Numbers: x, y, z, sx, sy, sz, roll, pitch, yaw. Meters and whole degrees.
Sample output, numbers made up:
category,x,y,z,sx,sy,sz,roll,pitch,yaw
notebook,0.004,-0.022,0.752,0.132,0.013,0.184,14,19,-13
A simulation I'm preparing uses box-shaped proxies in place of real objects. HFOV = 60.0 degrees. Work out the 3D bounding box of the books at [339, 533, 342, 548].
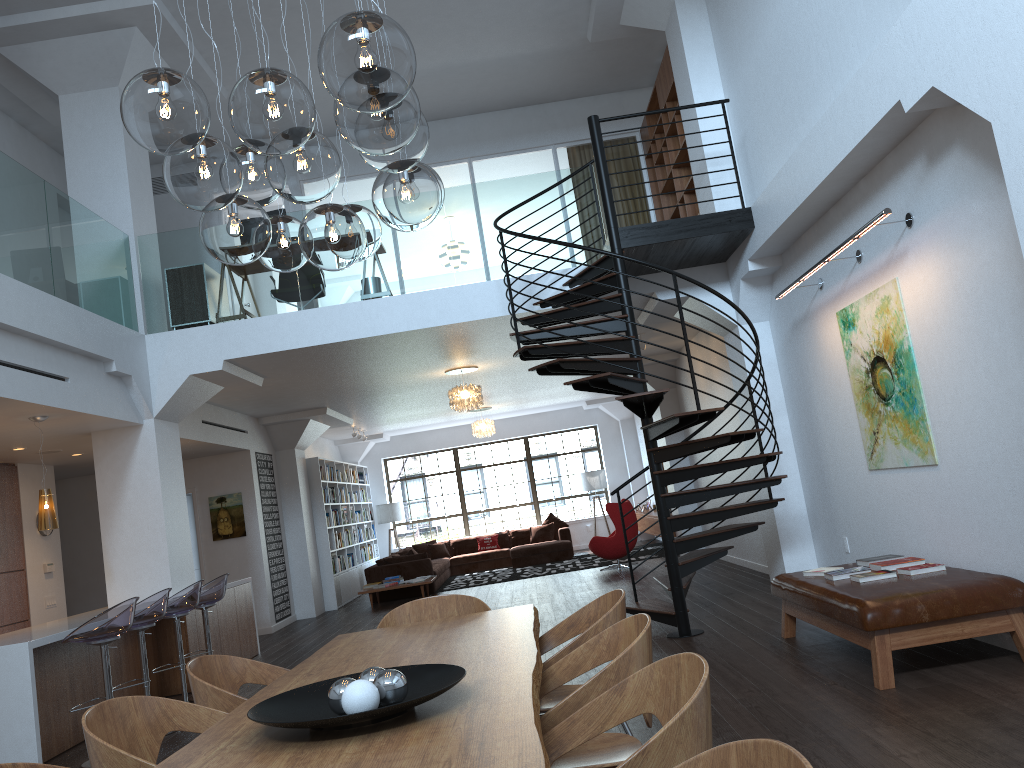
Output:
category,x,y,z,sx,sy,sz,roll,pitch,yaw
books,-2.987,2.657,15.021,0.183,0.253,0.034,-9,-7,0

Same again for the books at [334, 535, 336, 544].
category,x,y,z,sx,sy,sz,roll,pitch,yaw
books,-2.993,2.600,14.546,0.189,0.247,0.057,-9,-7,0

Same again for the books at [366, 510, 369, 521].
category,x,y,z,sx,sy,sz,roll,pitch,yaw
books,-3.005,2.667,17.914,0.174,0.236,0.142,-9,-7,-1

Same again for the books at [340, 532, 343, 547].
category,x,y,z,sx,sy,sz,roll,pitch,yaw
books,-2.982,2.661,15.054,0.183,0.253,0.034,-9,-7,0

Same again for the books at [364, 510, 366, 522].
category,x,y,z,sx,sy,sz,roll,pitch,yaw
books,-3.009,2.628,17.661,0.171,0.246,0.039,-9,-7,0

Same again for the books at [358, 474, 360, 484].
category,x,y,z,sx,sy,sz,roll,pitch,yaw
books,-3.116,1.884,17.607,0.161,0.223,0.032,-9,-7,0

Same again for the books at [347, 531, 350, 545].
category,x,y,z,sx,sy,sz,roll,pitch,yaw
books,-2.967,2.741,15.688,0.183,0.253,0.034,-9,-7,-1

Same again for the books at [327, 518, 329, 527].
category,x,y,z,sx,sy,sz,roll,pitch,yaw
books,-3.020,2.243,14.322,0.110,0.153,0.019,-9,-7,0

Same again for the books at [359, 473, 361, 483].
category,x,y,z,sx,sy,sz,roll,pitch,yaw
books,-3.135,1.892,17.770,0.183,0.253,0.042,-9,-7,0

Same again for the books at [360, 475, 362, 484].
category,x,y,z,sx,sy,sz,roll,pitch,yaw
books,-3.134,1.904,17.857,0.183,0.253,0.042,-9,-7,0

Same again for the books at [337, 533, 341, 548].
category,x,y,z,sx,sy,sz,roll,pitch,yaw
books,-2.985,2.650,14.939,0.171,0.246,0.057,-9,-7,0

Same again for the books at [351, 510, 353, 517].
category,x,y,z,sx,sy,sz,roll,pitch,yaw
books,-3.030,2.460,16.352,0.183,0.253,0.039,-9,-7,0

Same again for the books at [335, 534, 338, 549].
category,x,y,z,sx,sy,sz,roll,pitch,yaw
books,-2.991,2.624,14.732,0.171,0.246,0.057,-9,-7,0

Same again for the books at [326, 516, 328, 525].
category,x,y,z,sx,sy,sz,roll,pitch,yaw
books,-3.039,2.223,14.262,0.134,0.184,0.030,-9,-7,0

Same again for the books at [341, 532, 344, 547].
category,x,y,z,sx,sy,sz,roll,pitch,yaw
books,-2.981,2.678,15.190,0.183,0.253,0.034,-9,-7,0

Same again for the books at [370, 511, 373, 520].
category,x,y,z,sx,sy,sz,roll,pitch,yaw
books,-2.990,2.736,18.384,0.182,0.215,0.188,-9,-7,0

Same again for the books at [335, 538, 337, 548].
category,x,y,z,sx,sy,sz,roll,pitch,yaw
books,-2.977,2.630,14.640,0.144,0.207,0.048,-9,-7,0

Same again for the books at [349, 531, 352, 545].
category,x,y,z,sx,sy,sz,roll,pitch,yaw
books,-2.978,2.766,15.867,0.183,0.253,0.034,-9,-7,-1

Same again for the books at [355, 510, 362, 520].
category,x,y,z,sx,sy,sz,roll,pitch,yaw
books,-3.000,2.579,17.236,0.140,0.231,0.042,-9,-7,0

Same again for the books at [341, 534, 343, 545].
category,x,y,z,sx,sy,sz,roll,pitch,yaw
books,-2.984,2.676,15.160,0.160,0.250,0.026,-9,-7,0

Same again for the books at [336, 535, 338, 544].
category,x,y,z,sx,sy,sz,roll,pitch,yaw
books,-2.989,2.641,14.772,0.161,0.223,0.027,-9,-7,0

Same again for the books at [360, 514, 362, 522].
category,x,y,z,sx,sy,sz,roll,pitch,yaw
books,-2.979,2.604,17.198,0.107,0.167,0.017,-9,-7,0

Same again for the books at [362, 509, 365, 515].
category,x,y,z,sx,sy,sz,roll,pitch,yaw
books,-3.014,2.616,17.589,0.183,0.253,0.042,-9,-7,0

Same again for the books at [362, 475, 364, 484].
category,x,y,z,sx,sy,sz,roll,pitch,yaw
books,-3.129,1.931,18.073,0.183,0.253,0.042,-9,-7,0

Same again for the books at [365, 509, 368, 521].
category,x,y,z,sx,sy,sz,roll,pitch,yaw
books,-3.007,2.646,17.826,0.183,0.253,0.042,-9,-7,0

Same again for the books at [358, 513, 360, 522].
category,x,y,z,sx,sy,sz,roll,pitch,yaw
books,-2.994,2.575,17.001,0.128,0.178,0.022,-9,-7,0

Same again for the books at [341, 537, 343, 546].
category,x,y,z,sx,sy,sz,roll,pitch,yaw
books,-2.986,2.666,15.087,0.183,0.253,0.034,-9,-7,0

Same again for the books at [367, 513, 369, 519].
category,x,y,z,sx,sy,sz,roll,pitch,yaw
books,-2.995,2.687,17.969,0.161,0.207,0.135,-9,-7,-1

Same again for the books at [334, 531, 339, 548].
category,x,y,z,sx,sy,sz,roll,pitch,yaw
books,-2.996,2.613,14.817,0.176,0.290,0.053,-9,-7,0

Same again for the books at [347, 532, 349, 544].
category,x,y,z,sx,sy,sz,roll,pitch,yaw
books,-2.977,2.745,15.648,0.174,0.240,0.045,-9,-7,-1

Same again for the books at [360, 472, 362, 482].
category,x,y,z,sx,sy,sz,roll,pitch,yaw
books,-3.129,1.908,17.900,0.183,0.253,0.042,-9,-7,0

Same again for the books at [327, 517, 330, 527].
category,x,y,z,sx,sy,sz,roll,pitch,yaw
books,-3.023,2.242,14.360,0.120,0.167,0.020,-9,-7,0

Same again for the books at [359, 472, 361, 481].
category,x,y,z,sx,sy,sz,roll,pitch,yaw
books,-3.137,1.898,17.813,0.183,0.253,0.042,-9,-7,0

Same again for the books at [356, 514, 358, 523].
category,x,y,z,sx,sy,sz,roll,pitch,yaw
books,-2.991,2.552,16.783,0.120,0.167,0.019,-9,-7,0

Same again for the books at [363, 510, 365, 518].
category,x,y,z,sx,sy,sz,roll,pitch,yaw
books,-2.998,2.624,17.551,0.161,0.223,0.032,-9,-7,0

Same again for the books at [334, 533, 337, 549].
category,x,y,z,sx,sy,sz,roll,pitch,yaw
books,-2.978,2.579,14.600,0.140,0.298,0.044,-9,-7,0

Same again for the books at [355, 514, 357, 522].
category,x,y,z,sx,sy,sz,roll,pitch,yaw
books,-2.995,2.543,16.731,0.109,0.171,0.017,-9,-7,0

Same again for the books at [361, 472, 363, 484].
category,x,y,z,sx,sy,sz,roll,pitch,yaw
books,-3.128,1.919,17.987,0.183,0.253,0.042,-9,-7,0

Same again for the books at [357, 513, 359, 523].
category,x,y,z,sx,sy,sz,roll,pitch,yaw
books,-2.999,2.557,16.907,0.139,0.191,0.036,-9,-7,0

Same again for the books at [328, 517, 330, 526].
category,x,y,z,sx,sy,sz,roll,pitch,yaw
books,-3.016,2.246,14.386,0.106,0.162,0.032,-9,-7,0

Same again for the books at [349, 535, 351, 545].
category,x,y,z,sx,sy,sz,roll,pitch,yaw
books,-2.974,2.750,15.770,0.180,0.259,0.060,-9,-7,-1

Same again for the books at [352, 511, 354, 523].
category,x,y,z,sx,sy,sz,roll,pitch,yaw
books,-3.026,2.470,16.420,0.171,0.246,0.036,-9,-7,0

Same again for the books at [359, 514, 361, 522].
category,x,y,z,sx,sy,sz,roll,pitch,yaw
books,-2.983,2.600,17.109,0.110,0.153,0.019,-9,-7,0

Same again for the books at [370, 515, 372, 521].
category,x,y,z,sx,sy,sz,roll,pitch,yaw
books,-2.999,2.729,18.293,0.167,0.210,0.162,-9,-7,0

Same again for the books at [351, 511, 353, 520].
category,x,y,z,sx,sy,sz,roll,pitch,yaw
books,-3.014,2.466,16.317,0.161,0.223,0.030,-9,-7,0

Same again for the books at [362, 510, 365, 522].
category,x,y,z,sx,sy,sz,roll,pitch,yaw
books,-3.005,2.607,17.477,0.174,0.240,0.054,-9,-7,0

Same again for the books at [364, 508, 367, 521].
category,x,y,z,sx,sy,sz,roll,pitch,yaw
books,-3.014,2.633,17.741,0.180,0.259,0.042,-9,-7,0

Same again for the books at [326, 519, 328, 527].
category,x,y,z,sx,sy,sz,roll,pitch,yaw
books,-3.031,2.218,14.214,0.128,0.178,0.022,-9,-7,0

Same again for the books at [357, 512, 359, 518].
category,x,y,z,sx,sy,sz,roll,pitch,yaw
books,-3.001,2.560,16.948,0.136,0.196,0.045,-9,-7,0

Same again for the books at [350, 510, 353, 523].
category,x,y,z,sx,sy,sz,roll,pitch,yaw
books,-3.022,2.444,16.248,0.174,0.251,0.051,-9,-7,0

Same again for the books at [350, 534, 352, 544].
category,x,y,z,sx,sy,sz,roll,pitch,yaw
books,-2.976,2.778,15.905,0.174,0.240,0.045,-9,-7,-1

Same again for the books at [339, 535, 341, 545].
category,x,y,z,sx,sy,sz,roll,pitch,yaw
books,-2.989,2.664,14.985,0.168,0.231,0.037,-9,-7,0

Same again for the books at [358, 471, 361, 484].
category,x,y,z,sx,sy,sz,roll,pitch,yaw
books,-3.136,1.887,17.727,0.183,0.253,0.042,-9,-7,0

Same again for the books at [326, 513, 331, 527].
category,x,y,z,sx,sy,sz,roll,pitch,yaw
books,-3.037,2.223,14.449,0.140,0.231,0.042,-9,-7,0

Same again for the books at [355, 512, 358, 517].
category,x,y,z,sx,sy,sz,roll,pitch,yaw
books,-3.005,2.545,16.868,0.140,0.206,0.042,-9,-7,0

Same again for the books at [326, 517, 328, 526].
category,x,y,z,sx,sy,sz,roll,pitch,yaw
books,-3.032,2.221,14.235,0.128,0.178,0.021,-9,-7,0

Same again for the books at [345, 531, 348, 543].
category,x,y,z,sx,sy,sz,roll,pitch,yaw
books,-2.971,2.721,15.528,0.183,0.253,0.034,-9,-7,-1
